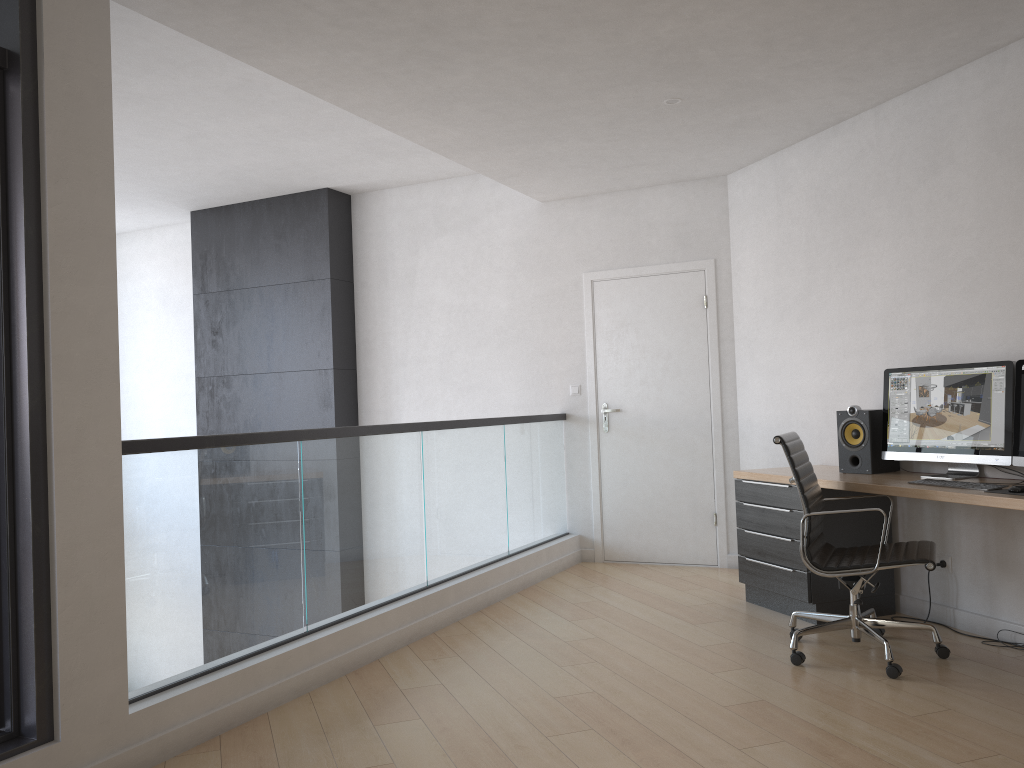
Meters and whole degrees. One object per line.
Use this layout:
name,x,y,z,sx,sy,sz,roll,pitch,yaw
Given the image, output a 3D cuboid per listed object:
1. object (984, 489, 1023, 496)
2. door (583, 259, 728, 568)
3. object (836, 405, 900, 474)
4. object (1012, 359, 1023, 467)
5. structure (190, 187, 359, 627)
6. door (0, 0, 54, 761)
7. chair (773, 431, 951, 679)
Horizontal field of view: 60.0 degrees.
object,2.027,0.426,3.486,0.200,0.002,0.250,-2,-2,-19
door,1.007,0.222,6.327,0.974,2.136,0.085,-3,-2,26
object,1.868,0.286,4.661,0.249,0.354,0.198,-1,-2,-34
object,2.313,0.150,3.525,0.190,0.535,0.716,-2,-2,-14
structure,-2.070,1.610,7.407,1.500,6.351,0.722,-3,-2,26
door,-2.058,-0.142,2.538,0.924,2.500,0.905,-3,-2,26
chair,1.551,0.710,3.980,0.699,0.991,0.664,-3,-2,32
